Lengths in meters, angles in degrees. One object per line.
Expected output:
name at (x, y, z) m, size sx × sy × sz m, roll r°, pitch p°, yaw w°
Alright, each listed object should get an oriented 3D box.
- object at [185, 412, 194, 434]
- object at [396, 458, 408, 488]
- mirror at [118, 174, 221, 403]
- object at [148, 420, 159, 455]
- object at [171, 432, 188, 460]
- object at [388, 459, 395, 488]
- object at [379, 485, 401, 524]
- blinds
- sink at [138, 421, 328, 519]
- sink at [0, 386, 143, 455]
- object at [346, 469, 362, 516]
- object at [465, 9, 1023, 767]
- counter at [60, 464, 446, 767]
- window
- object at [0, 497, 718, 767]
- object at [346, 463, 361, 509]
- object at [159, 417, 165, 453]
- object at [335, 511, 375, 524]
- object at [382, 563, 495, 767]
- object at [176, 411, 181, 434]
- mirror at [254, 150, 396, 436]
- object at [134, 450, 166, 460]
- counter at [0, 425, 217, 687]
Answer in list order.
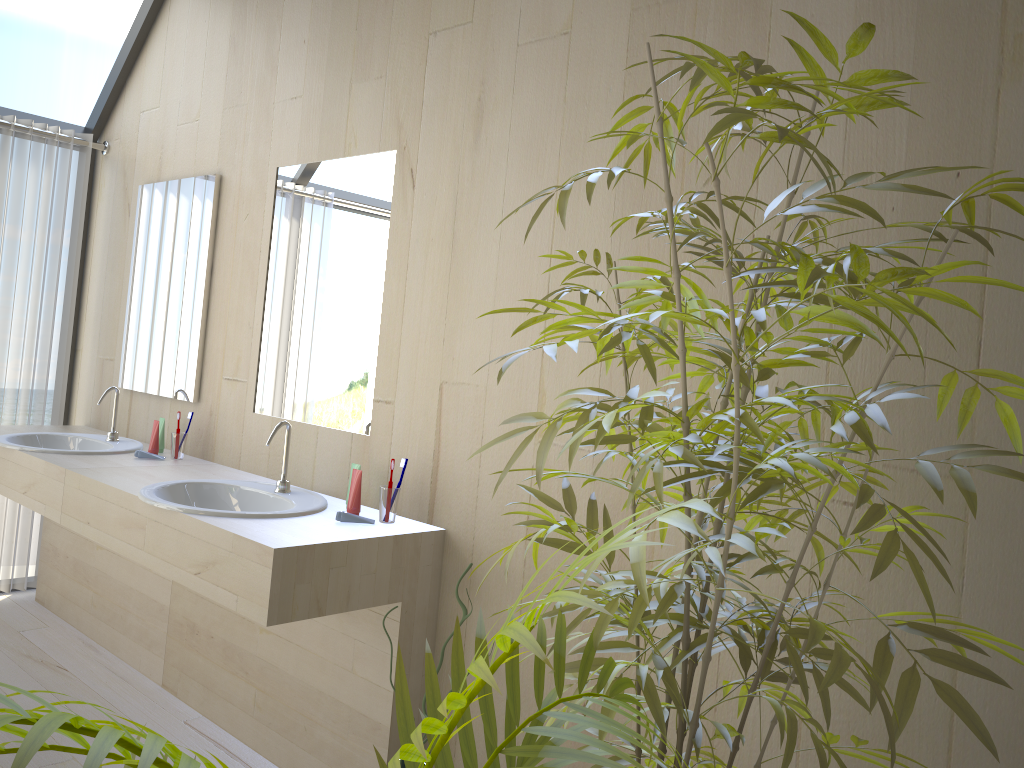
object at (-1.202, 0.189, 3.243) m, size 0.053 × 0.175 × 0.012 m, roll 6°, pitch -2°, yaw -22°
object at (-0.319, 0.290, 2.424) m, size 0.053 × 0.175 × 0.012 m, roll 6°, pitch -2°, yaw -22°
mirror at (-1.393, -0.391, 3.572) m, size 0.655 × 0.870 × 0.023 m, roll 5°, pitch -2°, yaw 43°
object at (-1.316, 0.202, 3.262) m, size 0.039 × 0.135 × 0.039 m, roll 5°, pitch -2°, yaw 1°
object at (-1.221, 0.228, 3.236) m, size 0.058 × 0.100 × 0.058 m, roll 6°, pitch -1°, yaw -41°
object at (-0.329, 0.289, 2.389) m, size 0.012 × 0.178 × 0.050 m, roll 5°, pitch -2°, yaw -8°
object at (-0.337, 0.330, 2.417) m, size 0.058 × 0.100 × 0.059 m, roll 6°, pitch -1°, yaw -37°
blinds at (-2.434, -0.137, 3.605) m, size 0.084 × 2.074 × 1.179 m, roll 3°, pitch -2°, yaw 43°
sink at (-0.798, 0.313, 2.553) m, size 0.502 × 0.420 × 0.575 m, roll 5°, pitch 0°, yaw -44°
sink at (-1.682, 0.211, 3.372) m, size 0.502 × 0.420 × 0.575 m, roll 5°, pitch 0°, yaw -44°
object at (-0.433, 0.304, 2.443) m, size 0.039 × 0.135 × 0.039 m, roll 5°, pitch -2°, yaw -6°
object at (0.290, 0.368, 1.313) m, size 0.785 × 1.759 × 0.936 m, roll 6°, pitch -1°, yaw -22°
counter at (-0.828, 0.726, 2.597) m, size 1.208 × 0.792 × 0.549 m, roll 6°, pitch 0°, yaw 43°
window at (-3.355, -0.525, 2.298) m, size 0.746 × 2.817 × 4.547 m, roll 4°, pitch -1°, yaw 43°
object at (-0.211, 0.628, 0.728) m, size 0.915 × 1.159 × 0.751 m, roll 5°, pitch -1°, yaw -14°
object at (-0.456, 0.298, 2.555) m, size 0.039 × 0.135 × 0.039 m, roll 5°, pitch -2°, yaw -6°
object at (-1.339, 0.197, 3.374) m, size 0.039 × 0.135 × 0.039 m, roll 5°, pitch -2°, yaw 1°
object at (-0.418, 0.356, 2.363) m, size 0.104 × 0.029 × 0.032 m, roll 5°, pitch 0°, yaw -7°
object at (-0.211, 0.809, 2.180) m, size 0.274 × 0.750 × 0.405 m, roll 4°, pitch -1°, yaw 31°
object at (-1.213, 0.187, 3.208) m, size 0.012 × 0.178 × 0.050 m, roll 5°, pitch -2°, yaw -8°
mirror at (-0.615, -0.303, 2.888) m, size 0.655 × 0.870 × 0.023 m, roll 5°, pitch -2°, yaw 43°
object at (-1.301, 0.255, 3.183) m, size 0.104 × 0.029 × 0.032 m, roll 5°, pitch 0°, yaw -7°
counter at (-1.711, 0.624, 3.417) m, size 1.208 × 0.792 × 0.549 m, roll 6°, pitch 0°, yaw 43°
